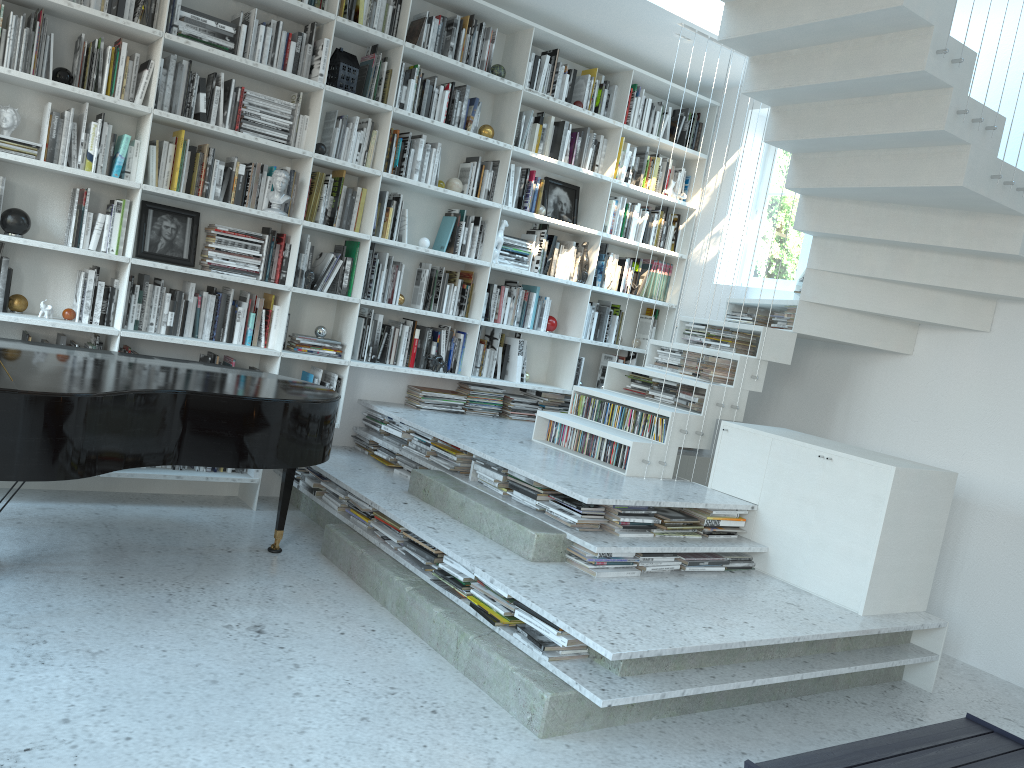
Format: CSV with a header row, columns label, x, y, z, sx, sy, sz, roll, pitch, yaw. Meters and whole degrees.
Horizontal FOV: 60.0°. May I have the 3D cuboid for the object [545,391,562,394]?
label,x,y,z,sx,sy,sz,roll,pitch,yaw
object,0.247,0.041,6.232,0.130,0.015,0.209,7,5,-37

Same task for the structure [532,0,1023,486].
label,x,y,z,sx,sy,sz,roll,pitch,yaw
structure,1.153,-0.818,4.492,2.615,3.386,1.950,7,6,-36

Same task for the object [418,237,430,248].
label,x,y,z,sx,sy,sz,roll,pitch,yaw
object,-0.541,-0.868,5.468,0.071,0.072,0.071,12,5,13

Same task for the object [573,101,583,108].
label,x,y,z,sx,sy,sz,roll,pitch,yaw
object,0.436,-1.841,5.877,0.071,0.072,0.071,12,5,13

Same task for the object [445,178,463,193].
label,x,y,z,sx,sy,sz,roll,pitch,yaw
object,-0.364,-1.238,5.565,0.111,0.113,0.111,14,6,32

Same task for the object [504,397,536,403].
label,x,y,z,sx,sy,sz,roll,pitch,yaw
object,0.080,0.108,6.186,0.328,0.008,0.207,8,5,-36

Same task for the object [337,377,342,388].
label,x,y,z,sx,sy,sz,roll,pitch,yaw
object,-1.063,0.083,5.280,0.011,0.260,0.141,7,6,-36

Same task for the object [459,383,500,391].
label,x,y,z,sx,sy,sz,roll,pitch,yaw
object,-0.208,0.020,5.964,0.254,0.006,0.160,8,5,-35

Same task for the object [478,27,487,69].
label,x,y,z,sx,sy,sz,roll,pitch,yaw
object,-0.219,-2.051,5.500,0.006,0.298,0.129,7,6,-36

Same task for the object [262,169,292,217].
label,x,y,z,sx,sy,sz,roll,pitch,yaw
object,-1.271,-1.041,4.822,0.138,0.244,0.137,12,5,20

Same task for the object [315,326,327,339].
label,x,y,z,sx,sy,sz,roll,pitch,yaw
object,-1.108,-0.302,5.140,0.071,0.072,0.071,12,5,13

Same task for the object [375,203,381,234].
label,x,y,z,sx,sy,sz,roll,pitch,yaw
object,-0.839,-0.980,5.303,0.013,0.208,0.139,7,6,-36

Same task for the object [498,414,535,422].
label,x,y,z,sx,sy,sz,roll,pitch,yaw
object,0.057,0.235,6.198,0.328,0.008,0.207,8,5,-36

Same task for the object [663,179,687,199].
label,x,y,z,sx,sy,sz,roll,pitch,yaw
object,1.177,-1.404,6.438,0.204,0.137,0.095,9,5,-20

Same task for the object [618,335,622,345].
label,x,y,z,sx,sy,sz,roll,pitch,yaw
object,0.777,-0.325,6.531,0.071,0.072,0.071,12,5,13

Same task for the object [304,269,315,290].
label,x,y,z,sx,sy,sz,roll,pitch,yaw
object,-1.139,-0.587,4.983,0.054,0.113,0.079,7,6,-37

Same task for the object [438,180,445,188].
label,x,y,z,sx,sy,sz,roll,pitch,yaw
object,-0.448,-1.225,5.482,0.068,0.069,0.068,14,6,32

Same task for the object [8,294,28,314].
label,x,y,z,sx,sy,sz,roll,pitch,yaw
object,-2.415,-0.393,4.332,0.091,0.092,0.091,14,6,32

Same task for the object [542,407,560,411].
label,x,y,z,sx,sy,sz,roll,pitch,yaw
object,0.226,0.155,6.243,0.134,0.015,0.198,8,5,-36

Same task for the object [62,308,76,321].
label,x,y,z,sx,sy,sz,roll,pitch,yaw
object,-2.213,-0.347,4.429,0.061,0.062,0.061,12,5,13

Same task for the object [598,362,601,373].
label,x,y,z,sx,sy,sz,roll,pitch,yaw
object,0.666,-0.053,6.512,0.008,0.232,0.100,7,6,-36

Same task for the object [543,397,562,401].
label,x,y,z,sx,sy,sz,roll,pitch,yaw
object,0.228,0.084,6.229,0.141,0.005,0.259,8,5,-32

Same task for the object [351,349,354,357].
label,x,y,z,sx,sy,sz,roll,pitch,yaw
object,-0.990,-0.193,5.344,0.071,0.072,0.071,12,5,13

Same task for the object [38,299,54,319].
label,x,y,z,sx,sy,sz,roll,pitch,yaw
object,-2.281,-0.369,4.348,0.060,0.095,0.078,9,5,-19

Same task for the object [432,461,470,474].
label,x,y,z,sx,sy,sz,roll,pitch,yaw
object,-0.303,0.451,4.825,0.145,0.010,0.266,7,6,-40

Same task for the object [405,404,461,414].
label,x,y,z,sx,sy,sz,roll,pitch,yaw
object,-0.507,0.163,5.775,0.346,0.007,0.193,7,6,-41

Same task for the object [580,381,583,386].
label,x,y,z,sx,sy,sz,roll,pitch,yaw
object,0.469,0.009,6.292,0.071,0.072,0.071,12,5,13

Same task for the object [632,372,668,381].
label,x,y,z,sx,sy,sz,roll,pitch,yaw
object,0.847,-0.053,5.437,0.161,0.025,0.174,8,5,-32

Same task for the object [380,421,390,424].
label,x,y,z,sx,sy,sz,roll,pitch,yaw
object,-0.778,0.228,5.536,0.135,0.011,0.221,8,5,-32

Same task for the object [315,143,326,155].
label,x,y,z,sx,sy,sz,roll,pitch,yaw
object,-1.071,-1.308,4.945,0.071,0.072,0.071,12,5,13

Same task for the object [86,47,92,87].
label,x,y,z,sx,sy,sz,roll,pitch,yaw
object,-2.087,-1.526,4.336,0.010,0.225,0.142,7,6,-36

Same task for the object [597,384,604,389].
label,x,y,z,sx,sy,sz,roll,pitch,yaw
object,0.654,0.033,6.425,0.071,0.072,0.071,12,5,13

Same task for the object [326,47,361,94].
label,x,y,z,sx,sy,sz,roll,pitch,yaw
object,-0.947,-1.746,4.969,0.135,0.248,0.135,6,7,-45

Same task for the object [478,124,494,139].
label,x,y,z,sx,sy,sz,roll,pitch,yaw
object,-0.161,-1.567,5.533,0.100,0.102,0.100,14,6,32

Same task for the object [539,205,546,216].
label,x,y,z,sx,sy,sz,roll,pitch,yaw
object,0.181,-1.154,5.927,0.091,0.093,0.091,12,5,13

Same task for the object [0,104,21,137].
label,x,y,z,sx,sy,sz,roll,pitch,yaw
object,-2.377,-1.243,4.185,0.095,0.157,0.121,9,5,-22

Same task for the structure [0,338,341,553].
label,x,y,z,sx,sy,sz,roll,pitch,yaw
structure,-1.619,0.359,3.680,1.920,0.833,1.332,7,6,-36

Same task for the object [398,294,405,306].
label,x,y,z,sx,sy,sz,roll,pitch,yaw
object,-0.699,-0.522,5.478,0.071,0.072,0.071,12,5,13

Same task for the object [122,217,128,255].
label,x,y,z,sx,sy,sz,roll,pitch,yaw
object,-2.009,-0.772,4.567,0.017,0.216,0.103,7,6,-36

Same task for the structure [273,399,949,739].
label,x,y,z,sx,sy,sz,roll,pitch,yaw
structure,0.517,0.764,4.870,2.901,0.660,3.107,8,5,-35

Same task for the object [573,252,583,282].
label,x,y,z,sx,sy,sz,roll,pitch,yaw
object,0.411,-0.816,6.192,0.022,0.212,0.178,7,6,-36

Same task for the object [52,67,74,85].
label,x,y,z,sx,sy,sz,roll,pitch,yaw
object,-2.152,-1.464,4.242,0.097,0.098,0.097,12,5,13

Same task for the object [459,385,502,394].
label,x,y,z,sx,sy,sz,roll,pitch,yaw
object,-0.212,0.036,5.967,0.254,0.006,0.160,8,5,-36

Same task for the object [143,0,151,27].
label,x,y,z,sx,sy,sz,roll,pitch,yaw
object,-1.758,-1.850,4.304,0.075,0.255,0.075,14,6,33

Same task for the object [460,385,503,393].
label,x,y,z,sx,sy,sz,roll,pitch,yaw
object,-0.211,0.031,5.967,0.254,0.006,0.160,8,5,-36

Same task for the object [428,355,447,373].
label,x,y,z,sx,sy,sz,roll,pitch,yaw
object,-0.462,-0.128,5.541,0.064,0.114,0.160,15,6,42

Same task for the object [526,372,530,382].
label,x,y,z,sx,sy,sz,roll,pitch,yaw
object,0.088,-0.051,6.138,0.071,0.072,0.071,12,5,13

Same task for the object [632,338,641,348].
label,x,y,z,sx,sy,sz,roll,pitch,yaw
object,0.939,-0.308,6.696,0.071,0.072,0.071,12,5,13

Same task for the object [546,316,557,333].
label,x,y,z,sx,sy,sz,roll,pitch,yaw
object,0.256,-0.416,6.146,0.115,0.116,0.115,14,6,32

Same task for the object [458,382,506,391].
label,x,y,z,sx,sy,sz,roll,pitch,yaw
object,-0.201,0.017,5.956,0.285,0.005,0.159,8,5,-31

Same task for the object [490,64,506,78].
label,x,y,z,sx,sy,sz,roll,pitch,yaw
object,-0.090,-1.927,5.496,0.104,0.105,0.104,12,5,13

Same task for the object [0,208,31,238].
label,x,y,z,sx,sy,sz,roll,pitch,yaw
object,-2.383,-0.777,4.257,0.133,0.135,0.134,12,5,13

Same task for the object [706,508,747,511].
label,x,y,z,sx,sy,sz,roll,pitch,yaw
object,1.000,0.582,4.371,0.284,0.030,0.176,8,5,-36

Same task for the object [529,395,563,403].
label,x,y,z,sx,sy,sz,roll,pitch,yaw
object,0.227,0.101,6.232,0.144,0.004,0.295,7,5,-38

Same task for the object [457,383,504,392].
label,x,y,z,sx,sy,sz,roll,pitch,yaw
object,-0.210,0.025,5.967,0.285,0.005,0.159,8,5,-36

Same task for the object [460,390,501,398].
label,x,y,z,sx,sy,sz,roll,pitch,yaw
object,-0.219,0.062,5.968,0.254,0.006,0.160,8,5,-36

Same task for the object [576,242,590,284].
label,x,y,z,sx,sy,sz,roll,pitch,yaw
object,0.494,-0.828,6.076,0.087,0.288,0.075,11,5,-1

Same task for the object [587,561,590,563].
label,x,y,z,sx,sy,sz,roll,pitch,yaw
object,0.382,0.756,3.851,0.204,0.004,0.139,8,5,-33

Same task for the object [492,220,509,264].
label,x,y,z,sx,sy,sz,roll,pitch,yaw
object,-0.086,-0.903,5.636,0.087,0.288,0.075,11,5,-1

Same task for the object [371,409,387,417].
label,x,y,z,sx,sy,sz,roll,pitch,yaw
object,-0.765,0.177,5.534,0.131,0.025,0.290,8,5,-34
